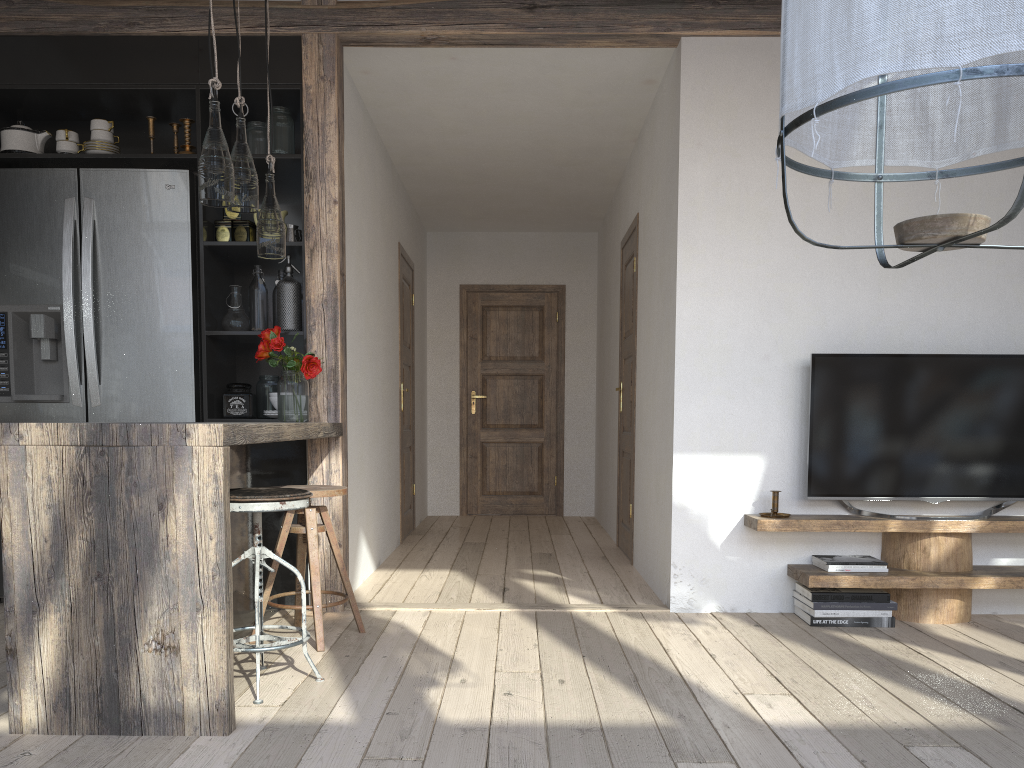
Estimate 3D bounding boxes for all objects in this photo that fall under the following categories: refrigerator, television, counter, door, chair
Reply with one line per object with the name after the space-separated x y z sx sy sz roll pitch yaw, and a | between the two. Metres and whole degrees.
-1.871 0.050 4.241 0.943 1.936 0.845 0 4 0 | refrigerator
1.831 0.227 3.803 1.102 0.712 0.205 0 4 0 | television
-1.888 0.517 2.067 2.241 0.856 3.801 0 -2 0 | counter
0.730 0.066 5.589 0.082 2.086 0.835 0 4 0 | door
-0.818 0.659 2.838 0.353 0.641 0.352 2 4 34 | chair
-0.803 0.704 3.453 0.340 0.600 0.339 1 3 20 | chair
0.001 0.159 7.882 0.941 2.086 0.081 0 5 0 | door
-0.768 0.095 6.453 0.082 2.086 0.835 0 4 0 | door

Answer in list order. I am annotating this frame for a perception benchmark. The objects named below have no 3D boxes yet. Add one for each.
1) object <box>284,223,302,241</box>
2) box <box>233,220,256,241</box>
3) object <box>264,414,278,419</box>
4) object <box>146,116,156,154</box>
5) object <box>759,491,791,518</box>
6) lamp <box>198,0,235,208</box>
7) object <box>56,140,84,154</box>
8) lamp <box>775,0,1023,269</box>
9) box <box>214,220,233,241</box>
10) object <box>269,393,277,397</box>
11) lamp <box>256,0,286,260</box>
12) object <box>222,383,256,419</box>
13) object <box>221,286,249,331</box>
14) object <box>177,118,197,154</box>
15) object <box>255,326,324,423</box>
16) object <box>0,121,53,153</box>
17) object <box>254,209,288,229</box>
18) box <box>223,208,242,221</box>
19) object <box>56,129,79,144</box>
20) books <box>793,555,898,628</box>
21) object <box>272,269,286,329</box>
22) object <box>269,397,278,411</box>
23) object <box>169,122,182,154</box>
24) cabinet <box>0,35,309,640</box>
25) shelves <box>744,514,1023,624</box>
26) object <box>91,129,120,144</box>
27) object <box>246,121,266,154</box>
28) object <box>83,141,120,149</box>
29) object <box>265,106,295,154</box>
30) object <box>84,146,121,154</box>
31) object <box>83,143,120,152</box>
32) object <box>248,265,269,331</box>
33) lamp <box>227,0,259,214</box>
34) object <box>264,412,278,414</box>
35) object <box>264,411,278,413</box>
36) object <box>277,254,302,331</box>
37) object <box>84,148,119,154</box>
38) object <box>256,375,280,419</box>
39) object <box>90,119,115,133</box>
-0.974 -0.667 3.930 0.093 0.096 0.074 0 2 1 | object
-1.208 -0.675 3.979 0.083 0.114 0.082 1 2 10 | box
-1.038 0.152 4.073 0.214 0.024 0.214 2 -3 -42 | object
-1.580 -1.081 3.860 0.059 0.169 0.059 -1 4 -15 | object
1.147 0.522 3.834 0.139 0.113 0.139 0 0 -17 | object
-0.855 -1.206 2.675 0.225 1.298 0.107 0 5 2 | lamp
-1.961 -1.031 3.900 0.106 0.068 0.094 0 0 -37 | object
0.537 -1.117 1.023 0.405 1.909 0.398 4 6 41 | lamp
-1.296 -0.675 3.984 0.083 0.114 0.082 0 2 0 | box
-1.038 0.085 4.067 0.162 0.085 0.162 0 -1 14 | object
-0.851 -1.154 3.278 0.226 1.352 0.108 0 5 2 | lamp
-1.247 0.078 4.027 0.134 0.166 0.133 0 2 -10 | object
-1.271 -0.338 4.053 0.132 0.221 0.131 1 3 12 | object
-1.422 -1.083 3.860 0.096 0.173 0.095 -1 3 -26 | object
-0.947 -0.042 3.780 0.311 0.418 0.250 2 3 33 | object
-2.183 -1.084 3.938 0.207 0.175 0.186 1 1 41 | object
-1.089 -0.702 3.987 0.149 0.171 0.135 0 2 -13 | object
-1.261 -0.788 3.962 0.083 0.114 0.082 -1 2 -20 | box
-1.961 -1.078 3.890 0.106 0.068 0.094 0 0 28 | object
1.438 0.895 3.819 0.360 0.266 0.289 0 1 0 | books
-1.067 -0.376 4.082 0.085 0.304 0.085 -4 6 -43 | object
-1.038 0.104 4.068 0.162 0.085 0.162 0 -1 14 | object
-1.501 -1.080 3.930 0.062 0.174 0.061 2 5 29 | object
-1.953 -0.307 2.201 2.092 2.520 4.200 0 0 0 | cabinet
1.838 0.807 3.807 1.602 0.454 0.329 0 2 0 | shelves
-1.808 -1.076 3.891 0.094 0.068 0.105 0 0 11 | object
-1.141 -1.078 3.957 0.126 0.173 0.125 2 3 40 | object
-1.812 -1.044 3.890 0.148 0.026 0.148 -2 -3 42 | object
-1.018 -1.098 3.866 0.125 0.208 0.124 1 3 5 | object
-1.812 -1.021 3.892 0.148 0.026 0.148 -2 -3 42 | object
-1.812 -1.032 3.891 0.148 0.026 0.148 -2 -3 42 | object
-1.144 -0.381 3.968 0.086 0.304 0.085 0 4 -8 | object
-0.860 -1.219 2.962 0.239 1.247 0.107 1 5 12 | lamp
-1.038 0.144 4.072 0.214 0.024 0.214 2 -3 -32 | object
-1.038 0.136 4.071 0.214 0.024 0.214 2 -3 -37 | object
-1.000 -0.405 3.948 0.108 0.353 0.108 3 5 30 | object
-1.813 -1.009 3.894 0.148 0.023 0.148 -1 -3 27 | object
-1.158 0.065 4.205 0.125 0.208 0.124 0 3 -13 | object
-1.803 -1.121 3.883 0.106 0.068 0.094 0 0 -14 | object
